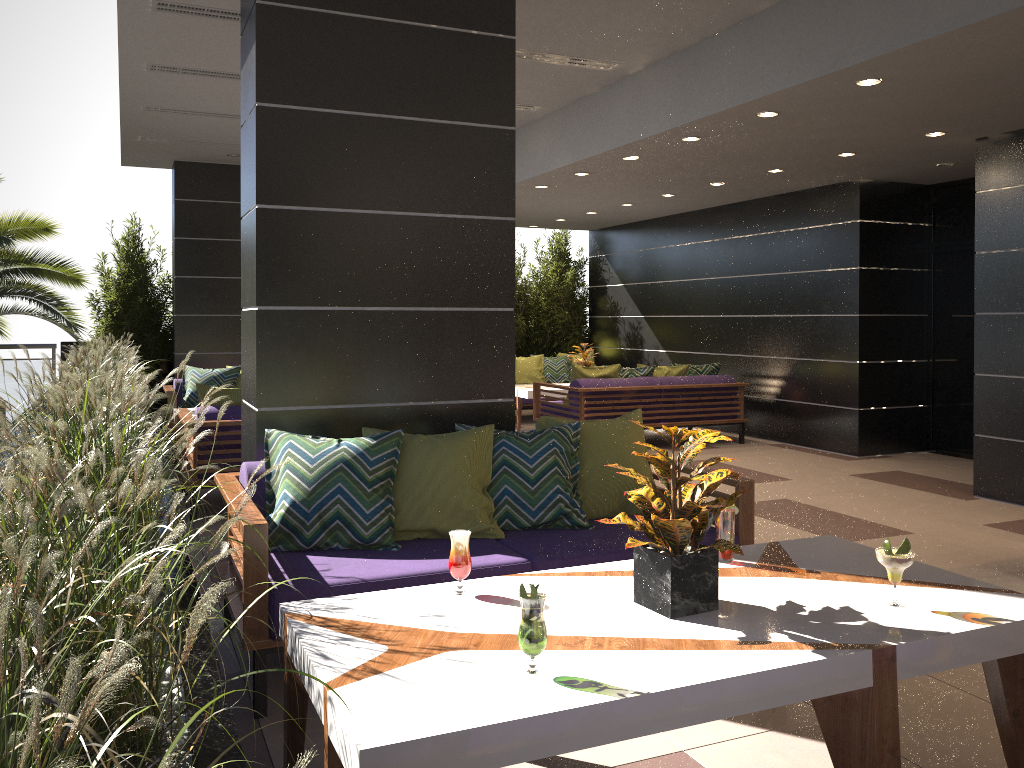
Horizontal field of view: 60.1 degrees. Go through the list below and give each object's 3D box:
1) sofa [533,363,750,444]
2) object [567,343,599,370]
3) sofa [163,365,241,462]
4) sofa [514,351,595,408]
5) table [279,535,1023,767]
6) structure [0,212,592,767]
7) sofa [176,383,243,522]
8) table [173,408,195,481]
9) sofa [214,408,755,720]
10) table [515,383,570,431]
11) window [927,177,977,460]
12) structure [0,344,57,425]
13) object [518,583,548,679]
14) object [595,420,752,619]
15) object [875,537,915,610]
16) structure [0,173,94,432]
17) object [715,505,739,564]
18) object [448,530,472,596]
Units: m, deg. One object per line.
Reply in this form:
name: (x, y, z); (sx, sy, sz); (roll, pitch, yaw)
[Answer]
sofa: (1.418, 0.197, 9.819); (2.126, 0.919, 1.121); (-1, 3, -24)
object: (0.888, -0.242, 10.949); (0.430, 0.526, 0.425); (0, 2, -6)
sofa: (-2.461, 0.238, 9.193); (2.126, 0.919, 1.121); (-1, 3, -24)
sofa: (0.389, 0.026, 12.172); (2.126, 0.919, 1.121); (-1, 3, -24)
table: (0.457, 0.906, 2.505); (2.037, 0.553, 0.943); (-2, 4, -24)
structure: (2.540, -0.345, 2.027); (7.818, 3.118, 24.765); (-2, 4, -24)
sofa: (-1.432, 0.409, 6.840); (2.126, 0.919, 1.121); (-1, 3, -24)
table: (-1.962, 0.504, 8.039); (2.037, 0.553, 0.943); (-2, 4, -24)
sofa: (-0.136, 0.624, 3.877); (2.126, 0.919, 1.121); (-1, 3, -24)
table: (0.928, 0.295, 10.983); (2.037, 0.553, 0.943); (-2, 4, -24)
window: (4.653, -0.612, 8.297); (0.108, 2.759, 1.829); (0, 2, -24)
structure: (-7.896, 0.774, 0.669); (12.920, 1.057, 17.529); (-2, 4, -24)
object: (0.047, 0.557, 2.025); (0.069, 0.211, 0.069); (-1, 1, -41)
object: (0.462, 0.367, 2.492); (0.430, 0.526, 0.425); (0, 2, -11)
object: (1.084, 0.531, 2.506); (0.106, 0.197, 0.106); (0, 1, 4)
structure: (-6.258, -0.933, 8.893); (3.752, 3.300, 3.807); (1, 3, 19)
object: (0.722, 0.501, 2.964); (0.084, 0.189, 0.067); (0, 1, 1)
object: (-0.154, 0.529, 2.620); (0.069, 0.181, 0.069); (-1, 1, -41)
